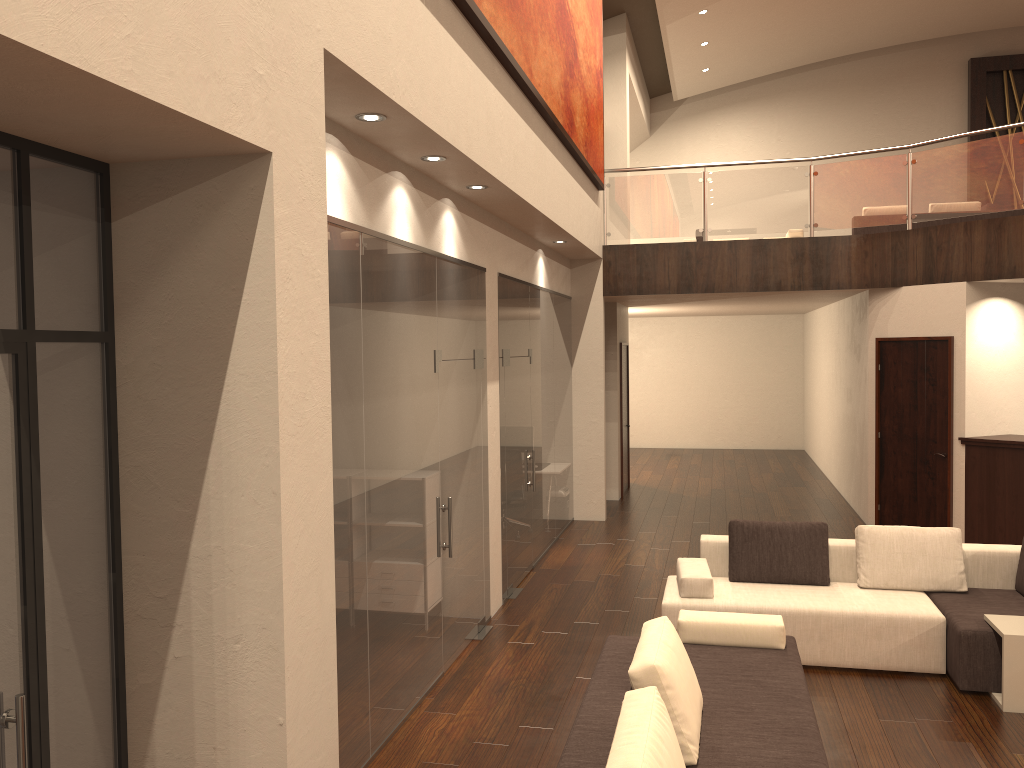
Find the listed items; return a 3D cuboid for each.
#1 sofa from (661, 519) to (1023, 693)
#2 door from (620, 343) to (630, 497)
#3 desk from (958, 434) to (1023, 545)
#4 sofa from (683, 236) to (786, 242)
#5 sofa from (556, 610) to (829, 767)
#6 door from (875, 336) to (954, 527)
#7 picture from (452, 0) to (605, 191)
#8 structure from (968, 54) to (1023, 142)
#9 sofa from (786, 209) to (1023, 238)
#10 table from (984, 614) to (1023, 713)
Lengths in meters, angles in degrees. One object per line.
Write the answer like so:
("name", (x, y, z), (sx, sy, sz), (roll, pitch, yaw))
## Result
("sofa", (2.489, 1.452, 6.131), (2.846, 0.862, 1.291), (0, 2, 13))
("door", (1.677, 0.499, 13.301), (0.104, 2.232, 0.990), (0, 2, 13))
("desk", (8.117, 1.136, 8.273), (7.146, 1.171, 1.674), (0, 2, 15))
("sofa", (4.886, -2.402, 16.336), (3.366, 0.862, 2.586), (0, 2, 13))
("sofa", (1.598, 1.561, 3.661), (2.586, 0.862, 3.366), (0, 2, 13))
("door", (4.473, 0.594, 9.879), (0.104, 2.232, 0.990), (-2, 2, -26))
("picture", (0.320, -3.442, 7.403), (0.070, 2.526, 6.485), (0, 2, 13))
("structure", (10.141, -4.191, 17.019), (2.524, 4.236, 0.187), (0, 2, 13))
("sofa", (6.106, -2.348, 14.512), (3.366, 0.862, 2.586), (0, 2, 13))
("table", (3.107, 1.678, 5.321), (0.400, 0.460, 0.400), (0, 2, 13))
